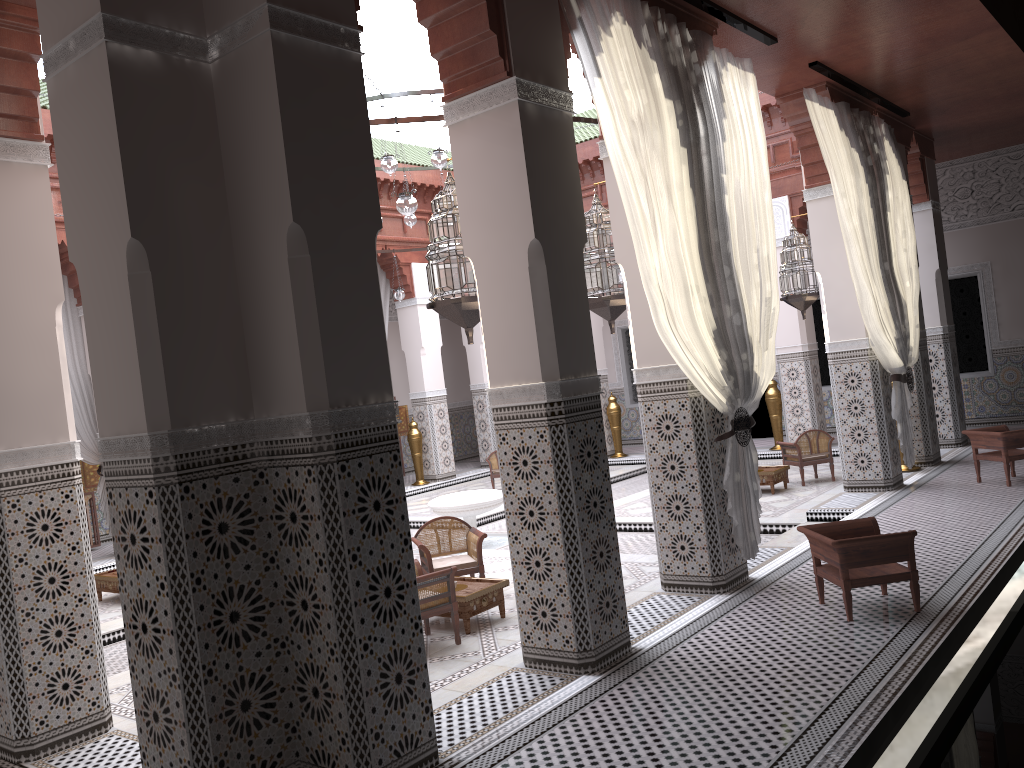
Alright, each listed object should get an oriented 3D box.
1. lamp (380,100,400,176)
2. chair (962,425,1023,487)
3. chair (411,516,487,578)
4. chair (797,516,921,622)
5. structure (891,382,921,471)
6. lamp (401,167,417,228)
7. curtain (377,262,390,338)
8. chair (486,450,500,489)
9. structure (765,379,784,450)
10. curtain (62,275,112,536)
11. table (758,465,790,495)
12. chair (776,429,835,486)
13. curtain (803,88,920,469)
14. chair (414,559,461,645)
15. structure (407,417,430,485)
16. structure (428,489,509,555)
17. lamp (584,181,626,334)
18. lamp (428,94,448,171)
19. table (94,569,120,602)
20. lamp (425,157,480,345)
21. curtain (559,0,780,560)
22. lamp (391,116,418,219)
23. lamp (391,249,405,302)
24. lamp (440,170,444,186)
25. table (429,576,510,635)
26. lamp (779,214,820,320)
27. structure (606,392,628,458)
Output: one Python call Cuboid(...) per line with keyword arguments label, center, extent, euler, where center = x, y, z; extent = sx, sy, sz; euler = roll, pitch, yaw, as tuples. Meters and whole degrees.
Cuboid(label="lamp", center=(-0.583, -1.128, 4.026), extent=(0.091, 0.371, 0.090), euler=(-7, 0, 24))
Cuboid(label="chair", center=(2.285, 0.329, 4.103), extent=(0.234, 0.252, 0.259), euler=(-7, 0, -11))
Cuboid(label="chair", center=(-0.233, 0.673, 3.385), extent=(0.263, 0.313, 0.208), euler=(-7, 0, -15))
Cuboid(label="chair", center=(0.976, 0.529, 2.491), extent=(0.234, 0.252, 0.259), euler=(-7, 0, -3))
Cuboid(label="structure", center=(2.099, 0.195, 4.801), extent=(0.156, 0.539, 0.156), euler=(-7, 0, -34))
Cuboid(label="lamp", center=(-0.640, -1.131, 5.399), extent=(0.090, 0.371, 0.091), euler=(-7, 0, 14))
Cuboid(label="curtain", center=(-1.313, -0.089, 6.840), extent=(0.048, 1.761, 1.304), euler=(-7, 1, 39))
Cuboid(label="chair", center=(-0.019, 0.624, 6.486), extent=(0.263, 0.313, 0.208), euler=(-7, 0, 35))
Cuboid(label="structure", center=(1.924, 0.205, 6.475), extent=(0.156, 0.539, 0.156), euler=(-7, 0, 0))
Cuboid(label="curtain", center=(-2.487, 0.068, 5.407), extent=(0.048, 1.761, 1.304), euler=(-7, 1, 39))
Cuboid(label="table", center=(1.386, 0.545, 5.049), extent=(0.330, 0.142, 0.229), euler=(-7, 1, 39))
Cuboid(label="chair", center=(1.715, 0.417, 5.155), extent=(0.263, 0.313, 0.208), euler=(-7, 0, -11))
Cuboid(label="curtain", center=(1.810, -0.462, 4.279), extent=(0.137, 1.761, 1.304), euler=(-7, 1, 39))
Cuboid(label="chair", center=(-0.319, 0.688, 2.831), extent=(0.208, 0.313, 0.263), euler=(-7, 0, -36))
Cuboid(label="structure", center=(-0.769, 0.537, 7.138), extent=(0.156, 0.539, 0.156), euler=(-7, 1, 45))
Cuboid(label="structure", center=(-0.219, 0.758, 4.849), extent=(0.501, 0.310, 0.528), euler=(-7, 1, 39))
Cuboid(label="lamp", center=(0.322, -0.451, 3.112), extent=(0.221, 0.552, 0.216), euler=(-7, 1, 39))
Cuboid(label="lamp", center=(-0.354, -1.157, 4.037), extent=(0.091, 0.371, 0.090), euler=(-7, 0, 4))
Cuboid(label="table", center=(-1.820, 0.952, 4.235), extent=(0.330, 0.142, 0.229), euler=(-7, 1, 39))
Cuboid(label="lamp", center=(-0.150, -0.387, 2.524), extent=(0.221, 0.552, 0.216), euler=(-7, 1, 39))
Cuboid(label="curtain", center=(0.661, -0.309, 2.852), extent=(0.129, 1.764, 1.303), euler=(-7, 1, 39))
Cuboid(label="lamp", center=(-0.399, -0.784, 3.206), extent=(0.091, 0.371, 0.090), euler=(-7, 0, -36))
Cuboid(label="lamp", center=(-0.804, -0.754, 6.181), extent=(0.090, 0.371, 0.091), euler=(-7, 0, 24))
Cuboid(label="lamp", center=(-0.418, -1.159, 5.467), extent=(0.090, 0.371, 0.091), euler=(-7, 0, 34))
Cuboid(label="table", center=(-0.200, 0.758, 3.073), extent=(0.330, 0.142, 0.229), euler=(-7, 1, 39))
Cuboid(label="lamp", center=(1.465, -0.604, 4.536), extent=(0.221, 0.552, 0.216), euler=(-7, 1, 39))
Cuboid(label="structure", center=(0.857, 0.332, 7.345), extent=(0.156, 0.539, 0.156), euler=(-7, 0, 0))
